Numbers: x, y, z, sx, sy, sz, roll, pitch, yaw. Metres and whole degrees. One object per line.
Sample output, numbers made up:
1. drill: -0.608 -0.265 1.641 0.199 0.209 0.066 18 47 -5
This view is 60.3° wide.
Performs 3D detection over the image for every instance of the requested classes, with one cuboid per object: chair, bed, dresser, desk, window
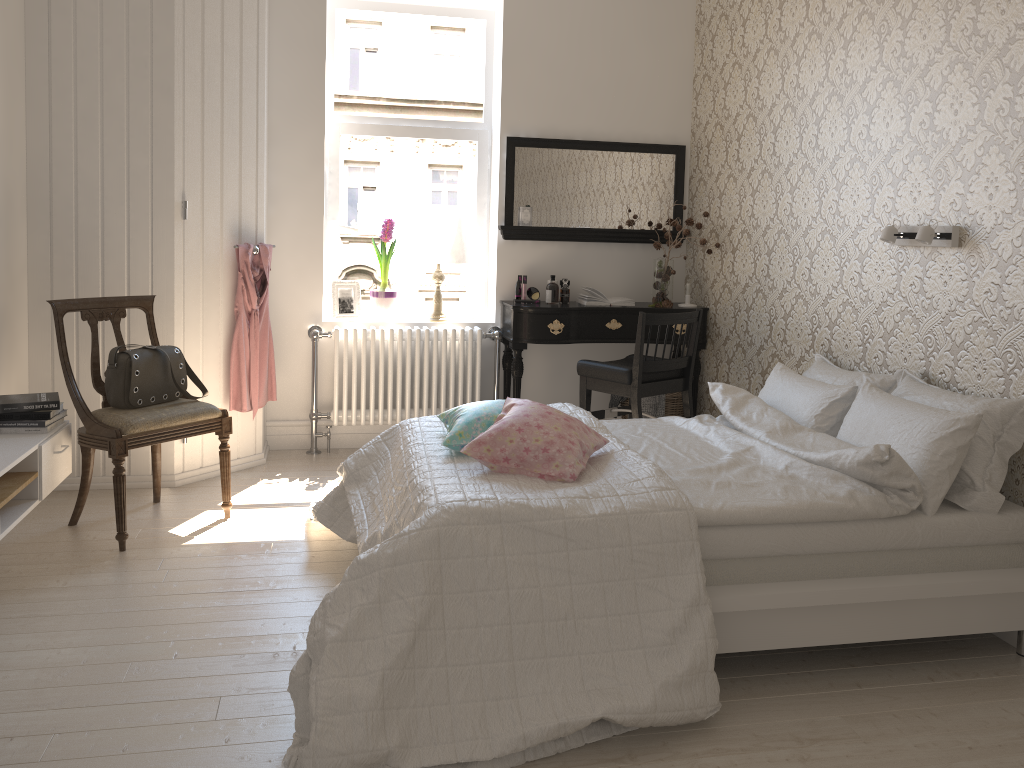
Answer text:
1. chair: 0.629 0.049 4.345 0.458 0.855 0.460 -3 7 -42
2. bed: 0.415 0.392 2.972 2.210 0.626 1.975 0 9 -12
3. dresser: -1.678 -0.861 4.238 1.024 2.564 0.707 1 5 -12
4. chair: -1.498 0.112 3.542 0.540 0.884 0.523 5 7 33
5. desk: 0.503 -0.030 4.892 1.104 0.817 0.440 0 6 -12
6. window: -0.585 -1.265 5.046 0.949 1.770 0.111 0 4 -12

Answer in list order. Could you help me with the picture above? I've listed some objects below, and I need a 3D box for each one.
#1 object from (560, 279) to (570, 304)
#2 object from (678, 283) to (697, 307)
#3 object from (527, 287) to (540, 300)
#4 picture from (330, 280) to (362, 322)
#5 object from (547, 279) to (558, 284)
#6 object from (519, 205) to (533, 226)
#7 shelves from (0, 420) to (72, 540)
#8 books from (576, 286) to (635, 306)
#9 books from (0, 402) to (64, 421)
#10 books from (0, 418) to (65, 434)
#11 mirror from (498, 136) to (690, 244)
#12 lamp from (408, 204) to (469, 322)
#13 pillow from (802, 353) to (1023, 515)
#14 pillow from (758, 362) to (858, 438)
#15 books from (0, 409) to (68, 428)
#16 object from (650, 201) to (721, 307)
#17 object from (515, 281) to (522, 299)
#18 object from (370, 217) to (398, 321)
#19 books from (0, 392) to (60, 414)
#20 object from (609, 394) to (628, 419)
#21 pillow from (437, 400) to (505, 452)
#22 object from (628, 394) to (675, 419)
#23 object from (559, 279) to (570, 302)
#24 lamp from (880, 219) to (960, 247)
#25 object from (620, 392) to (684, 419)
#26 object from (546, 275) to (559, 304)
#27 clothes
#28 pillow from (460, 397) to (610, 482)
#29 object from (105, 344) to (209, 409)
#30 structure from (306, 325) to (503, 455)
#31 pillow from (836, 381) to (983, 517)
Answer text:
1. object: 0.293 -0.513 4.881 0.054 0.138 0.054 4 5 27
2. object: 0.973 -0.490 4.879 0.105 0.130 0.105 4 7 23
3. object: 0.106 -0.493 4.873 0.080 0.085 0.083 5 8 28
4. picture: -0.911 -0.458 4.850 0.176 0.224 0.050 -2 6 -32
5. object: 0.226 -0.522 4.938 0.058 0.133 0.058 6 6 39
6. object: 0.078 -0.940 4.925 0.072 0.120 0.037 1 5 -7
7. shelves: -1.718 0.339 2.800 0.368 0.208 1.127 0 10 -12
8. books: 0.519 -0.492 4.911 0.278 0.095 0.229 0 9 -10
9. books: -1.791 0.100 3.223 0.239 0.028 0.193 -1 10 -14
10. books: -1.792 0.149 3.221 0.242 0.022 0.193 0 10 -10
11. mirror: 0.482 -1.088 4.995 1.117 0.568 0.067 0 4 -12
12. lamp: -0.414 -0.678 4.963 0.339 0.648 0.344 2 5 0
13. pillow: 1.275 0.121 3.123 0.310 0.351 1.268 0 9 -12
14. pillow: 1.094 0.108 3.376 0.204 0.301 0.567 0 9 -12
15. books: -1.801 0.125 3.226 0.258 0.022 0.214 0 10 -7
16. object: 0.913 -0.694 4.795 0.318 0.595 0.546 -3 8 -41
17. object: 0.035 -0.512 4.873 0.031 0.119 0.055 4 6 26
18. object: -0.711 -0.642 4.923 0.156 0.573 0.158 -1 5 -27
19. books: -1.800 0.069 3.224 0.259 0.032 0.193 -4 11 -29
20. object: 0.719 0.156 4.959 0.367 0.330 0.306 0 7 -11
21. pillow: -0.064 0.145 2.941 0.362 0.167 0.386 1 9 -7
22. object: 0.770 0.179 4.934 0.291 0.353 0.351 5 8 27
23. object: 0.297 -0.527 4.980 0.058 0.133 0.058 6 6 39
24. lamp: 1.399 -0.528 3.081 0.115 0.092 0.328 0 9 -12
25. object: 0.789 0.160 4.973 0.394 0.429 0.396 4 7 20
26. object: 0.222 -0.518 4.841 0.070 0.157 0.071 0 5 -18
27. clothes: -1.271 -0.258 4.345 0.092 0.870 0.332 3 5 17
28. pillow: 0.081 0.170 2.689 0.354 0.200 0.397 5 9 20
29. object: -1.431 -0.045 3.542 0.213 0.246 0.403 6 9 32
30. structure: -0.571 0.028 4.809 1.067 0.677 0.167 0 5 -12
31. pillow: 1.219 0.190 2.791 0.202 0.305 0.570 0 9 -12
